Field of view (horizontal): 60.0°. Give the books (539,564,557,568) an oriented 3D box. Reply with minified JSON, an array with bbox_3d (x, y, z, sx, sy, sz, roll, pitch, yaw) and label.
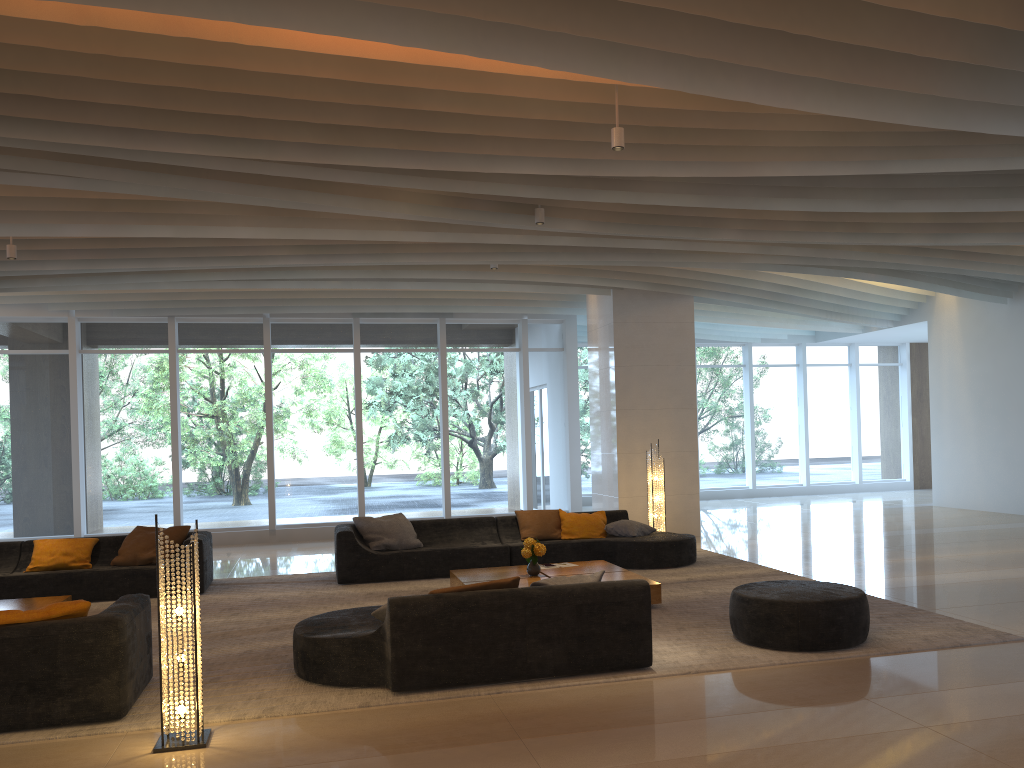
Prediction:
[{"bbox_3d":[0.358,1.815,8.869,0.113,0.011,0.179,0,-4,-22],"label":"books"}]

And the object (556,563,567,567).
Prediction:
[{"bbox_3d":[0.483,1.816,8.914,0.107,0.014,0.178,0,-4,-32],"label":"object"}]

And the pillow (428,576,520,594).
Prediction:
[{"bbox_3d":[-0.250,1.427,5.729,0.608,0.391,0.395,-1,-2,-11],"label":"pillow"}]

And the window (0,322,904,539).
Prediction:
[{"bbox_3d":[-7.819,0.541,10.505,21.803,3.218,55.387,-5,-5,42],"label":"window"}]

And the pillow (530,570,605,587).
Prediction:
[{"bbox_3d":[0.352,1.419,5.992,0.569,0.344,0.454,-1,-2,-15],"label":"pillow"}]

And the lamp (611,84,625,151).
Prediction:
[{"bbox_3d":[0.710,-2.373,6.118,0.088,1.505,0.090,-2,0,32],"label":"lamp"}]

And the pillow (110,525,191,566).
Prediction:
[{"bbox_3d":[-3.857,1.719,9.483,0.635,0.377,0.550,-2,-2,8],"label":"pillow"}]

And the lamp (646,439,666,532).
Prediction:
[{"bbox_3d":[1.902,1.453,11.690,0.252,1.450,0.248,-2,0,-13],"label":"lamp"}]

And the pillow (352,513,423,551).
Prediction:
[{"bbox_3d":[-1.414,1.685,10.106,0.649,0.377,0.539,0,-3,-35],"label":"pillow"}]

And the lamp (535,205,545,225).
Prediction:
[{"bbox_3d":[0.236,-2.235,8.212,0.088,1.505,0.090,-2,0,32],"label":"lamp"}]

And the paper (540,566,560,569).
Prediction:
[{"bbox_3d":[0.342,1.824,8.856,0.188,0.001,0.254,0,-4,-21],"label":"paper"}]

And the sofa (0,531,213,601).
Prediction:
[{"bbox_3d":[-5.218,1.911,8.823,4.177,0.582,1.342,-1,-3,-15],"label":"sofa"}]

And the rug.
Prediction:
[{"bbox_3d":[-4.875,2.084,6.910,16.342,0.022,5.477,-1,-3,-14],"label":"rug"}]

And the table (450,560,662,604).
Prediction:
[{"bbox_3d":[0.339,1.899,8.237,1.613,0.220,1.591,-1,-3,-13],"label":"table"}]

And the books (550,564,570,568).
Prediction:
[{"bbox_3d":[0.438,1.818,8.884,0.215,0.011,0.179,0,-4,-32],"label":"books"}]

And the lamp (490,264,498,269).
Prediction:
[{"bbox_3d":[-0.228,-2.095,10.344,0.088,1.505,0.090,-2,0,32],"label":"lamp"}]

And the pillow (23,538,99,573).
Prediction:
[{"bbox_3d":[-4.669,1.803,9.192,0.642,0.394,0.447,-1,-2,-14],"label":"pillow"}]

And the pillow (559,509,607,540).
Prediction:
[{"bbox_3d":[0.857,1.691,10.597,0.609,0.402,0.473,-1,-2,-6],"label":"pillow"}]

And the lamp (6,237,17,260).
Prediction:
[{"bbox_3d":[-5.127,-2.030,9.051,0.090,1.505,0.088,-2,0,-22],"label":"lamp"}]

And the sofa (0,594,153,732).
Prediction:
[{"bbox_3d":[-4.095,1.646,4.904,3.805,0.582,0.935,-1,-3,-14],"label":"sofa"}]

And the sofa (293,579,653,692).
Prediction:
[{"bbox_3d":[-0.331,1.608,6.047,2.270,0.576,1.346,-1,-3,-14],"label":"sofa"}]

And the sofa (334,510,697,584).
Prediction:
[{"bbox_3d":[0.062,1.846,10.309,4.199,0.582,1.334,-1,-3,-7],"label":"sofa"}]

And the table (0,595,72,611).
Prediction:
[{"bbox_3d":[-4.561,1.967,6.989,1.613,0.220,1.591,-1,-3,-13],"label":"table"}]

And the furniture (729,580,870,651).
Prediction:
[{"bbox_3d":[2.087,1.671,6.469,0.986,0.364,0.982,-1,-3,-4],"label":"furniture"}]

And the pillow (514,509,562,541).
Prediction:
[{"bbox_3d":[0.353,1.686,10.529,0.581,0.374,0.367,-1,-2,-15],"label":"pillow"}]

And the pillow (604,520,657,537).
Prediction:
[{"bbox_3d":[1.418,1.736,10.601,0.433,0.209,0.596,-4,-4,36],"label":"pillow"}]

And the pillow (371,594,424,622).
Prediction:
[{"bbox_3d":[-0.621,1.480,5.816,0.424,0.246,0.477,-3,-3,22],"label":"pillow"}]

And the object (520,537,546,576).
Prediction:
[{"bbox_3d":[0.199,1.608,8.304,0.238,0.377,0.264,-1,-1,-11],"label":"object"}]

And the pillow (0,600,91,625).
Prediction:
[{"bbox_3d":[-2.810,1.428,5.095,0.649,0.377,0.539,0,-3,-35],"label":"pillow"}]

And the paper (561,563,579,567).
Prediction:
[{"bbox_3d":[0.533,1.823,8.937,0.188,0.001,0.253,0,-4,-26],"label":"paper"}]

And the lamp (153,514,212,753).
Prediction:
[{"bbox_3d":[-1.726,1.265,4.609,0.252,1.197,0.248,-2,0,-13],"label":"lamp"}]
